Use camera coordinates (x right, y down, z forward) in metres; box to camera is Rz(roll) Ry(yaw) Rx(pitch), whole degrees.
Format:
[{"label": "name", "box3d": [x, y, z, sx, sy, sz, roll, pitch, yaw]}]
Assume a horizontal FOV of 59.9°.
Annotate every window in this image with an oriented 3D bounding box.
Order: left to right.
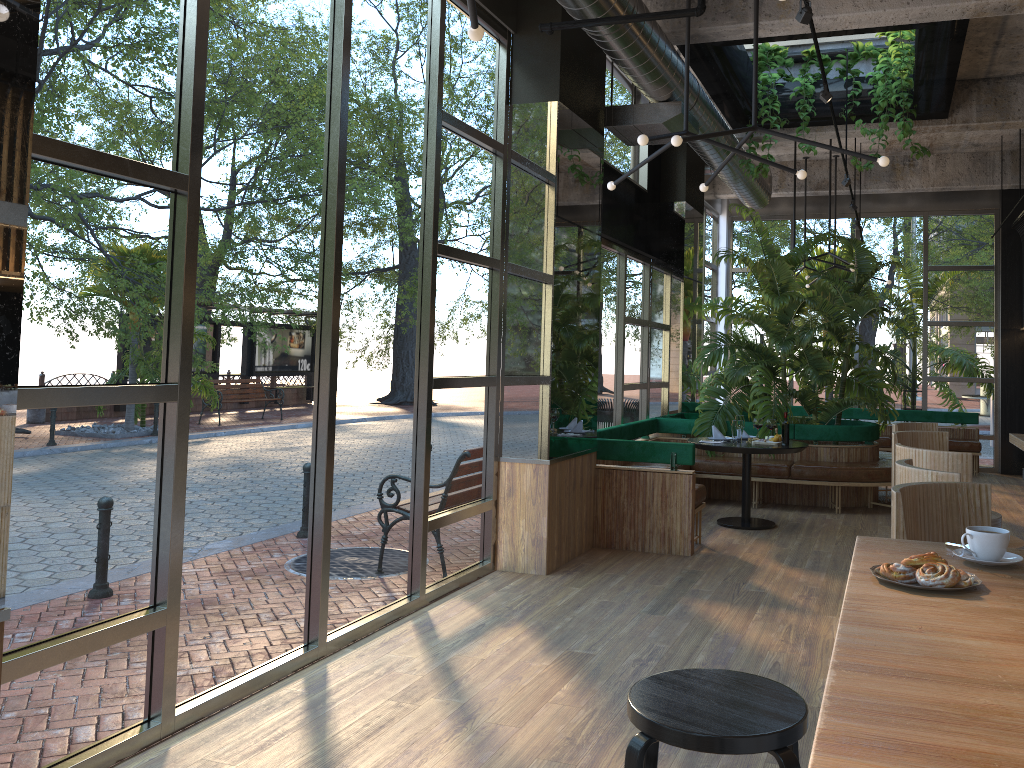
[{"label": "window", "box3d": [0.998, -1.868, 3.946, 4.020, 6.504, 20.946, 1, 1, 23]}]

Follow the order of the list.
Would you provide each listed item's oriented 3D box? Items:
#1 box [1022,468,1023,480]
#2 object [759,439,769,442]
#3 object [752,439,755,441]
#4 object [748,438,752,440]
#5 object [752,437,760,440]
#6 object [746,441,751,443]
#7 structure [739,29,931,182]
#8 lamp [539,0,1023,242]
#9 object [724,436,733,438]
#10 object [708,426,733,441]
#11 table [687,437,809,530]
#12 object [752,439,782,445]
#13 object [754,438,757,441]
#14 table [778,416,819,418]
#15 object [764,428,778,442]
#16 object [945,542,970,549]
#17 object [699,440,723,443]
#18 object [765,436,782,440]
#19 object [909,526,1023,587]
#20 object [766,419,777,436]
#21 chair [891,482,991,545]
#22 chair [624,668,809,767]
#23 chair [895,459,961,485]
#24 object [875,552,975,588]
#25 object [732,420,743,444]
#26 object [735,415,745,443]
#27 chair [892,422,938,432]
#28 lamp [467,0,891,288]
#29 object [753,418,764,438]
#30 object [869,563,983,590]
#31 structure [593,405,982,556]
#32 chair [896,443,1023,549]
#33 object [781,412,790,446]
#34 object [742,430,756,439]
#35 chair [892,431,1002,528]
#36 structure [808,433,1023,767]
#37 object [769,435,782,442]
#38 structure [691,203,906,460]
[{"label": "box", "box3d": [6.997, 1.066, 11.830, 0.326, 0.443, 0.284, 1, -2, 10]}, {"label": "object", "box3d": [2.301, 0.511, 8.116, 0.098, 0.013, 0.229, 2, 2, 27]}, {"label": "object", "box3d": [2.211, 0.519, 8.135, 0.040, 0.031, 0.032, 1, 0, -44]}, {"label": "object", "box3d": [2.233, 0.518, 8.326, 0.023, 0.025, 0.048, 1, 0, 40]}, {"label": "object", "box3d": [2.271, 0.517, 8.283, 0.095, 0.028, 0.132, 2, 2, 36]}, {"label": "object", "box3d": [2.162, 0.528, 8.108, 0.060, 0.013, 0.152, 2, 2, 18]}, {"label": "structure", "box3d": [3.355, -2.798, 8.915, 1.476, 1.519, 2.072, 2, 0, -39]}, {"label": "lamp", "box3d": [3.143, -2.381, 8.170, 3.682, 1.533, 10.312, 2, 2, 20]}, {"label": "object", "box3d": [2.043, 0.510, 8.513, 0.162, 0.019, 0.247, 1, 2, -17]}, {"label": "object", "box3d": [1.943, 0.460, 8.279, 0.231, 0.139, 0.234, 1, 0, 5]}, {"label": "table", "box3d": [2.150, 0.909, 8.138, 1.119, 0.752, 1.079, 1, 0, -10]}, {"label": "object", "box3d": [2.354, 0.529, 8.100, 0.229, 0.019, 0.367, 2, 2, 32]}, {"label": "object", "box3d": [2.249, 0.517, 8.221, 0.032, 0.032, 0.038, 1, 0, 19]}, {"label": "table", "box3d": [3.754, 0.835, 11.878, 1.100, 0.752, 1.099, 1, 0, 1]}, {"label": "object", "box3d": [2.335, 0.460, 8.007, 0.139, 0.124, 0.100, 1, -1, 2]}, {"label": "object", "box3d": [1.040, 0.375, 2.057, 0.029, 0.027, 0.135, 1, 2, 1]}, {"label": "object", "box3d": [1.827, 0.519, 8.036, 0.247, 0.019, 0.162, 2, 2, 21]}, {"label": "object", "box3d": [2.412, 0.500, 8.188, 0.063, 0.038, 0.193, 1, 1, -33]}, {"label": "object", "box3d": [0.916, 0.355, 1.884, 0.434, 0.073, 0.174, 0, 1, -34]}, {"label": "object", "box3d": [2.432, 0.434, 8.329, 0.101, 0.201, 0.103, 1, -2, 10]}, {"label": "chair", "box3d": [1.358, 0.802, 2.512, 0.565, 0.971, 0.528, 2, -2, -22]}, {"label": "chair", "box3d": [0.463, 1.076, 2.034, 0.502, 0.698, 0.526, 1, -1, 17]}, {"label": "chair", "box3d": [1.683, 0.788, 3.237, 0.563, 0.971, 0.530, 2, -2, -19]}, {"label": "object", "box3d": [0.823, 0.367, 1.761, 0.159, 0.053, 0.157, 1, 1, -24]}, {"label": "object", "box3d": [2.022, 0.431, 7.961, 0.110, 0.210, 0.101, 3, -2, -34]}, {"label": "object", "box3d": [2.084, 0.409, 8.124, 0.092, 0.245, 0.093, 1, -2, 4]}, {"label": "chair", "box3d": [2.637, 0.743, 5.492, 0.525, 0.971, 0.568, 0, -2, 31]}, {"label": "lamp", "box3d": [2.313, -2.109, 3.772, 4.939, 1.825, 19.448, 2, 2, 23]}, {"label": "object", "box3d": [2.330, 0.429, 8.411, 0.101, 0.201, 0.103, 1, -2, 10]}, {"label": "object", "box3d": [0.821, 0.386, 1.768, 0.215, 0.013, 0.197, 0, 2, -33]}, {"label": "structure", "box3d": [1.950, 0.647, 3.469, 5.855, 1.551, 20.694, 2, 2, 23]}, {"label": "chair", "box3d": [2.017, 0.773, 4.008, 0.521, 0.971, 0.572, 0, -3, 45]}, {"label": "object", "box3d": [2.443, 0.397, 7.928, 0.065, 0.300, 0.071, -1, -3, 38]}, {"label": "object", "box3d": [2.233, 0.459, 8.532, 0.231, 0.139, 0.234, 1, 0, 5]}, {"label": "chair", "box3d": [2.307, 0.758, 4.725, 0.552, 0.971, 0.541, 2, -2, -4]}, {"label": "structure", "box3d": [3.789, 0.646, 1.868, 5.673, 1.733, 7.332, 2, 2, 22]}, {"label": "object", "box3d": [2.397, 0.489, 8.083, 0.096, 0.064, 0.167, 1, 1, -7]}, {"label": "structure", "box3d": [3.288, -0.416, 10.372, 2.409, 3.444, 2.690, 1, -1, 6]}]
